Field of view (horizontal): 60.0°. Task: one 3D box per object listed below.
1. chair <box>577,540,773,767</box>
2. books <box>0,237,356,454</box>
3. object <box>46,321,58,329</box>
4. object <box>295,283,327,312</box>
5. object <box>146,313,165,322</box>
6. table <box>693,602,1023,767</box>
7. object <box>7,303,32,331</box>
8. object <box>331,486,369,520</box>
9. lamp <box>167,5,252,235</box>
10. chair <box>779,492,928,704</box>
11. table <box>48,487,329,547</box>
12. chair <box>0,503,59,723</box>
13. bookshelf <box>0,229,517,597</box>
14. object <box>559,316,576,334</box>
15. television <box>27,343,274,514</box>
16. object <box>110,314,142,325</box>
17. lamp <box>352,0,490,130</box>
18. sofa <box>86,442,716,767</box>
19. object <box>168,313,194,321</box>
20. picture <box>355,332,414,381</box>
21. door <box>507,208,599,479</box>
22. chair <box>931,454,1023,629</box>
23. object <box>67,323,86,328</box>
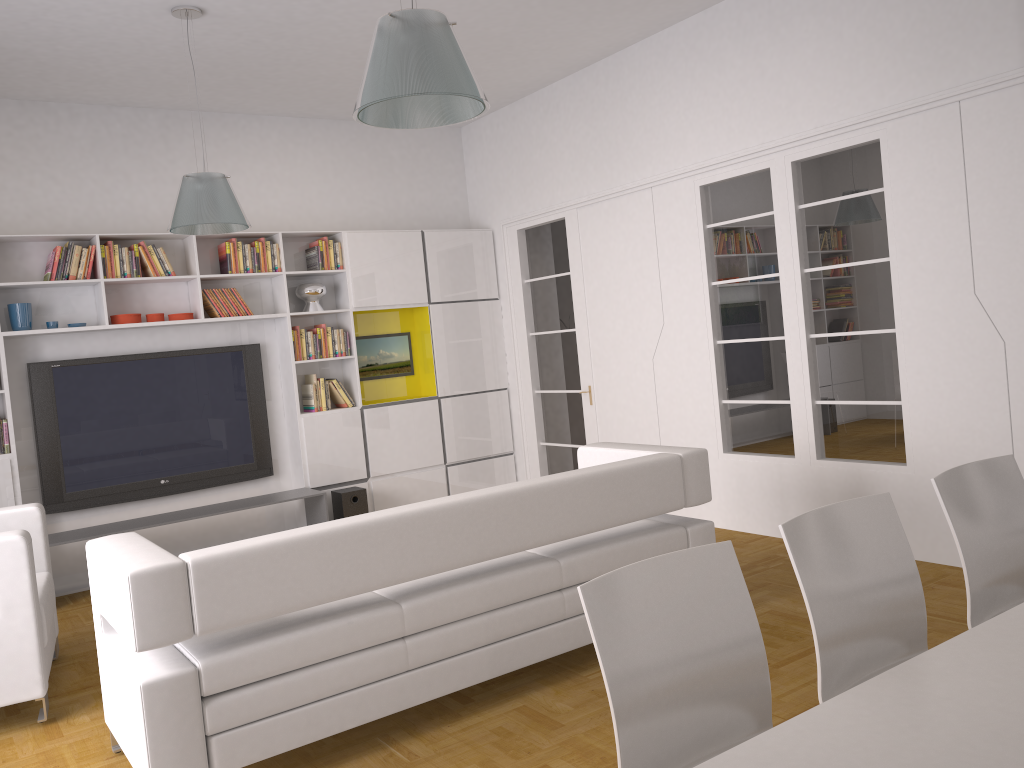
[{"bbox_3d":[0.515,0.865,1.839,0.561,0.930,0.575,-7,3,-34],"label":"chair"},{"bbox_3d":[-2.999,-0.319,6.383,3.867,1.454,0.235,-7,3,-34],"label":"books"},{"bbox_3d":[-3.226,-0.408,6.225,0.078,0.056,0.078,-6,3,-9],"label":"object"},{"bbox_3d":[-1.651,-0.706,7.319,0.257,0.239,0.257,-7,3,-26],"label":"object"},{"bbox_3d":[-2.665,-0.486,6.625,0.129,0.073,0.129,-8,3,-38],"label":"object"},{"bbox_3d":[1.530,0.881,1.588,2.413,0.722,1.210,-7,3,-34],"label":"table"},{"bbox_3d":[-3.388,-0.455,6.116,0.147,0.192,0.147,-3,3,45],"label":"object"},{"bbox_3d":[-1.276,1.033,7.033,0.212,0.391,0.217,-7,3,-34],"label":"object"},{"bbox_3d":[-1.797,-1.510,5.078,0.465,1.249,0.464,-7,2,-35],"label":"lamp"},{"bbox_3d":[1.057,0.793,2.211,0.561,0.930,0.575,-7,3,-34],"label":"chair"},{"bbox_3d":[-2.321,1.147,6.359,1.975,0.434,0.437,-8,3,-34],"label":"table"},{"bbox_3d":[-2.600,1.029,4.120,0.802,0.911,1.096,-7,3,-24],"label":"chair"},{"bbox_3d":[-2.361,0.098,6.845,5.371,2.478,0.389,-7,3,-34],"label":"bookshelf"},{"bbox_3d":[0.902,-0.053,8.512,0.885,2.003,0.589,-6,2,-14],"label":"object"},{"bbox_3d":[-2.673,0.305,6.704,1.662,1.087,0.082,-7,3,-34],"label":"television"},{"bbox_3d":[-2.832,-0.471,6.510,0.211,0.073,0.211,-4,3,31],"label":"object"},{"bbox_3d":[-0.365,-1.538,2.978,0.465,1.249,0.464,-7,2,-35],"label":"lamp"},{"bbox_3d":[-0.320,0.867,3.858,2.626,0.848,0.822,-7,3,-34],"label":"sofa"},{"bbox_3d":[-2.505,-0.503,6.711,0.182,0.054,0.183,-8,4,-38],"label":"object"},{"bbox_3d":[-1.149,-0.241,7.808,0.609,0.388,0.007,-7,3,-34],"label":"picture"},{"bbox_3d":[0.371,-0.194,7.607,0.139,2.453,1.008,-7,2,-34],"label":"door"},{"bbox_3d":[1.632,0.717,2.606,0.561,0.930,0.575,-7,3,-34],"label":"chair"},{"bbox_3d":[-3.097,-0.413,6.313,0.123,0.032,0.124,-3,4,41],"label":"object"}]
